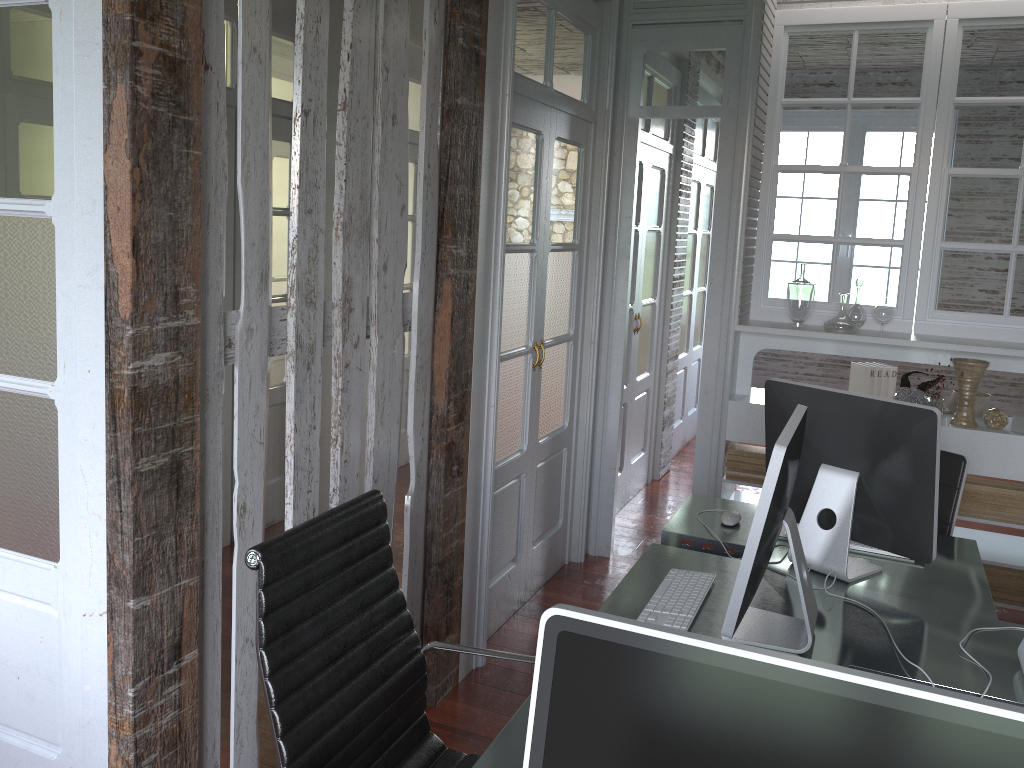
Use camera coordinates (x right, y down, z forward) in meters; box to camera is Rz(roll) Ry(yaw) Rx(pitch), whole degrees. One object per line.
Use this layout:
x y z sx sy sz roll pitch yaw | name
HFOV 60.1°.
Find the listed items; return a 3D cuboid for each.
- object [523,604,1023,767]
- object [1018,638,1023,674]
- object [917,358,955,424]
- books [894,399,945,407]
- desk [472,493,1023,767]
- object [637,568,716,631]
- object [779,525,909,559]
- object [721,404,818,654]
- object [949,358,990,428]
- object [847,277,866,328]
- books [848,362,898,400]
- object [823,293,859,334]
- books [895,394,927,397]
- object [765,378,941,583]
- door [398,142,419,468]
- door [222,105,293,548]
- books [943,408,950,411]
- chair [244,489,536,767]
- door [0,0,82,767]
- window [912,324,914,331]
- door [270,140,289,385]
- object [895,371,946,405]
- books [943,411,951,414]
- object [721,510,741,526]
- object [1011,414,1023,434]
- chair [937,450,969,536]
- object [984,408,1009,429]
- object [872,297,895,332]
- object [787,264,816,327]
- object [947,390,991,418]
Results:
0.242 0.501 0.880 0.485 0.482 0.190 7 8 23 | object
1.147 0.385 1.757 0.190 0.481 0.486 6 9 22 | object
1.819 0.028 3.774 0.128 0.285 0.129 1 8 -10 | object
1.882 0.082 4.133 0.168 0.007 0.191 1 11 -12 | books
0.697 0.991 1.671 1.303 0.722 2.522 7 11 22 | desk
0.386 0.522 2.101 0.119 0.017 0.441 7 11 22 | object
0.974 0.457 2.606 0.440 0.017 0.119 7 11 23 | object
0.592 0.320 1.963 0.190 0.481 0.486 6 9 22 | object
1.941 0.037 3.776 0.144 0.277 0.144 9 10 36 | object
1.568 -0.350 4.026 0.088 0.269 0.088 5 8 18 | object
1.677 0.005 4.119 0.150 0.192 0.144 1 9 -12 | books
1.469 -0.304 3.942 0.148 0.199 0.149 4 8 5 | object
1.882 0.068 4.132 0.168 0.007 0.191 2 10 -6 | books
0.882 0.258 2.382 0.190 0.481 0.486 -4 11 -42 | object
-0.629 -0.512 5.819 0.041 2.071 1.082 6 8 22 | door
-1.328 -0.251 4.193 0.041 2.071 1.082 6 8 22 | door
1.883 0.097 4.124 0.180 0.007 0.248 1 11 -12 | books
-0.154 0.800 1.698 0.700 1.016 0.669 5 9 17 | chair
-1.478 0.039 2.289 1.060 2.164 0.041 6 8 23 | door
2.793 -1.299 7.441 1.542 1.925 0.128 6 8 23 | window
-1.413 -0.611 6.147 0.041 2.071 1.082 6 8 22 | door
1.808 0.046 3.967 0.384 0.178 0.159 -6 12 -41 | object
1.882 0.106 4.125 0.180 0.011 0.248 1 11 -12 | books
0.677 0.412 2.737 0.059 0.028 0.107 7 11 21 | object
2.212 0.076 3.668 0.188 0.270 0.168 -2 10 -32 | object
1.158 0.677 3.024 0.602 0.913 0.478 -3 10 -37 | chair
2.048 0.145 3.747 0.091 0.087 0.094 -2 10 -30 | object
1.689 -0.302 4.029 0.094 0.186 0.095 3 8 -3 | object
1.329 -0.396 4.082 0.129 0.313 0.129 -4 10 -42 | object
2.067 0.067 3.999 0.159 0.152 0.218 4 9 8 | object
